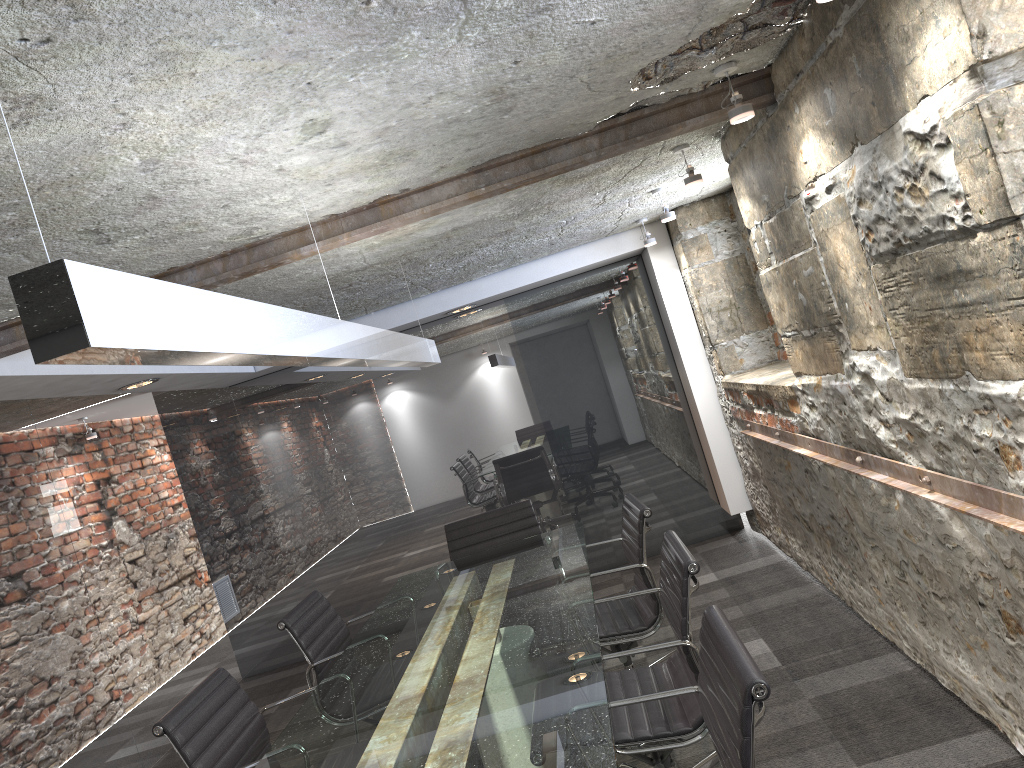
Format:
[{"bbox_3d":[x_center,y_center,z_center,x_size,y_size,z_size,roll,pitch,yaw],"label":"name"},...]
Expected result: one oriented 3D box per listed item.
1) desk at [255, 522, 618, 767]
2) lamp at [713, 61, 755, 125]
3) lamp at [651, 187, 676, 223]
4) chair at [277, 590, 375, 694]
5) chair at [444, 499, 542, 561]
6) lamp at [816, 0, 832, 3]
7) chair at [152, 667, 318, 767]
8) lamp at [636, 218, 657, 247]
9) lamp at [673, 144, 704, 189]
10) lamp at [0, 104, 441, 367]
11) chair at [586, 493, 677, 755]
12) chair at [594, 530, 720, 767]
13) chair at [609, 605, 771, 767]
[{"bbox_3d":[-0.079,1.153,2.652,0.909,0.711,3.154,-18,0,3],"label":"desk"},{"bbox_3d":[0.672,-0.880,2.688,0.077,0.165,0.098,-17,0,36],"label":"lamp"},{"bbox_3d":[0.773,-0.913,4.527,0.077,0.165,0.098,-17,0,36],"label":"lamp"},{"bbox_3d":[-0.483,1.213,3.588,0.667,0.837,0.693,-18,0,-6],"label":"chair"},{"bbox_3d":[-0.014,1.065,4.319,0.693,0.837,0.667,-18,0,-7],"label":"chair"},{"bbox_3d":[0.622,-0.864,1.781,0.077,0.165,0.098,-17,0,36],"label":"lamp"},{"bbox_3d":[-0.580,1.244,2.653,0.667,0.837,0.693,-18,0,-7],"label":"chair"},{"bbox_3d":[0.824,-0.929,5.446,0.077,0.165,0.098,-17,0,36],"label":"lamp"},{"bbox_3d":[0.725,-0.897,3.656,0.077,0.165,0.098,-17,0,36],"label":"lamp"},{"bbox_3d":[-0.537,-0.312,2.652,0.073,0.524,3.159,-18,0,3],"label":"lamp"},{"bbox_3d":[0.361,0.947,3.547,0.667,0.837,0.693,-18,0,-10],"label":"chair"},{"bbox_3d":[0.353,0.950,2.612,0.667,0.837,0.693,-18,0,-6],"label":"chair"},{"bbox_3d":[0.288,0.971,1.734,0.667,0.837,0.693,-18,0,-5],"label":"chair"}]
